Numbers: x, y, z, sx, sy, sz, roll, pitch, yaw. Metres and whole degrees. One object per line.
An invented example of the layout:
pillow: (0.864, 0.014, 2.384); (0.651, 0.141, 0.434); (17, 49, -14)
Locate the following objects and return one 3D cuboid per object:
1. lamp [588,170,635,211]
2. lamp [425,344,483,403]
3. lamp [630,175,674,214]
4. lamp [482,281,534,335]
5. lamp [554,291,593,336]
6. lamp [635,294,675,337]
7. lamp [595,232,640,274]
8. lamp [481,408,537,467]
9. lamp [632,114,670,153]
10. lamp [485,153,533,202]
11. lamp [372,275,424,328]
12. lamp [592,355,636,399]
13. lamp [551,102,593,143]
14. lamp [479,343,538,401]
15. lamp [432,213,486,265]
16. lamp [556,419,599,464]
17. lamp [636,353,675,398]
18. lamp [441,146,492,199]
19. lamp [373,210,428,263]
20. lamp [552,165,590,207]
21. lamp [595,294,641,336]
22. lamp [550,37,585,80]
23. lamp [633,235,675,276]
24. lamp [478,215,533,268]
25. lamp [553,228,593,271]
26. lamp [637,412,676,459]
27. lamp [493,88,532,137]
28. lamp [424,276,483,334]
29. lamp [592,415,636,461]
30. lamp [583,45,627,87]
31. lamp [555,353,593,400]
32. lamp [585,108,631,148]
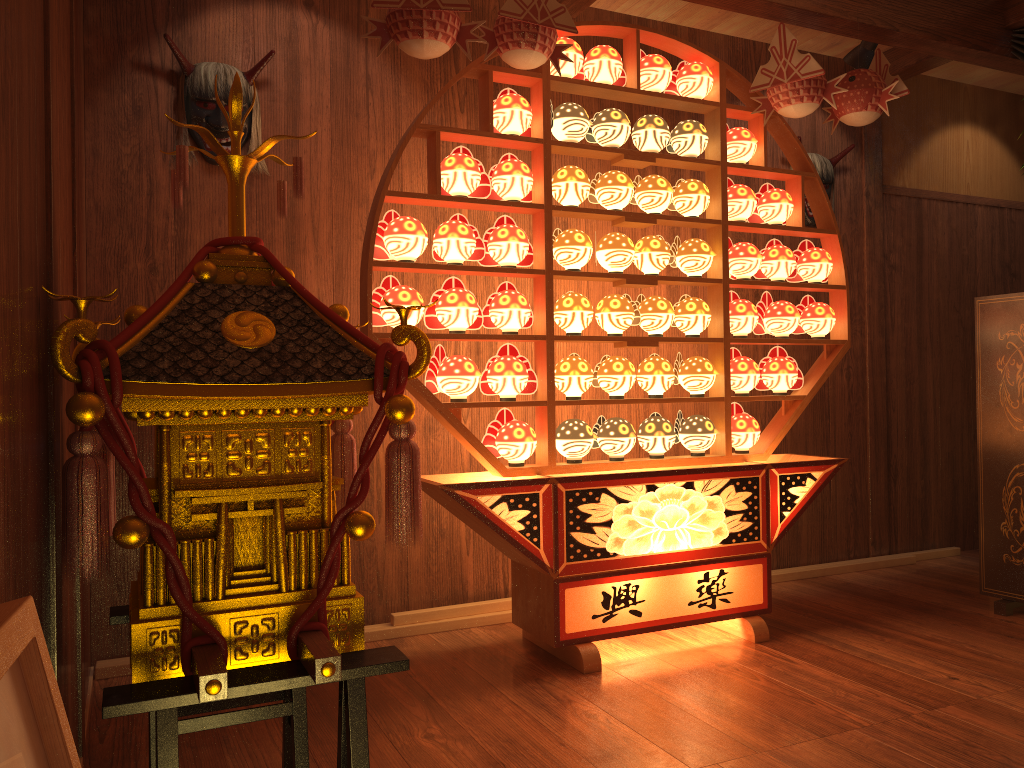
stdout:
lamp: (0.372, -0.688, 3.152); (0.144, 0.161, 0.151); (0, -1, -45)
lamp: (-0.168, -0.037, 2.885); (0.153, 0.194, 0.191); (-1, 0, 25)
lamp: (0.525, -0.693, 3.226); (0.144, 0.167, 0.151); (0, -1, -45)
lamp: (-0.006, -0.258, 2.961); (0.185, 0.192, 0.155); (-1, 0, -10)
lamp: (0.214, -0.249, 3.069); (0.140, 0.167, 0.156); (-1, 0, -4)
lamp: (0.529, -0.252, 3.222); (0.144, 0.167, 0.151); (-1, -1, -40)
lamp: (0.378, -0.468, 3.157); (0.156, 0.161, 0.140); (-1, 0, 5)
lamp: (0.019, 0.178, 2.970); (0.201, 0.197, 0.152); (-1, 0, -35)
lamp: (0.505, -0.913, 3.225); (0.137, 0.167, 0.159); (-1, 0, 16)
lamp: (0.003, -0.701, 2.971); (0.192, 0.195, 0.155); (-1, 0, -10)
lamp: (-0.343, -0.256, 2.797); (0.196, 0.195, 0.151); (-1, -1, -40)
lamp: (0.376, -0.027, 3.143); (0.143, 0.161, 0.153); (-1, 0, -25)
lamp: (0.210, -0.909, 3.088); (0.159, 0.167, 0.137); (-1, 0, -10)
lamp: (-0.015, -0.042, 2.952); (0.200, 0.200, 0.157); (-1, 0, 0)
lamp: (-0.189, -0.476, 2.878); (0.180, 0.191, 0.158); (-1, 0, 5)
lamp: (0.224, 0.191, 3.073); (0.156, 0.167, 0.140); (-1, 0, 5)
lamp: (0.523, -0.032, 3.219); (0.138, 0.167, 0.158); (-1, 0, 6)
lamp: (-0.172, -0.701, 2.889); (0.200, 0.200, 0.157); (-1, 0, 0)
lamp: (-0.332, -0.472, 2.806); (0.196, 0.187, 0.151); (0, -1, -45)
lamp: (0.202, -0.689, 3.071); (0.138, 0.167, 0.158); (-1, 0, 6)
lamp: (0.361, -0.247, 3.148); (0.134, 0.161, 0.162); (-1, -1, 40)
lamp: (0.181, -1.146, 3.064); (0.204, 0.200, 0.154); (-1, 0, -15)
lamp: (0.504, -0.472, 3.225); (0.135, 0.167, 0.161); (-1, 0, 31)
lamp: (-0.012, -0.483, 2.961); (0.203, 0.200, 0.155); (-1, 0, -10)
lamp: (0.217, -0.469, 3.070); (0.144, 0.167, 0.151); (0, -1, -45)
lamp: (0.526, 0.187, 3.217); (0.138, 0.167, 0.158); (-1, 0, 6)
lamp: (0.000, -0.923, 2.973); (0.203, 0.200, 0.155); (-1, 0, -10)
lamp: (-0.177, -0.260, 2.877); (0.204, 0.200, 0.154); (-1, 0, -15)
lamp: (0.378, 0.192, 3.143); (0.144, 0.161, 0.151); (0, -1, -45)
lamp: (0.321, -1.137, 3.136); (0.169, 0.179, 0.158); (-1, 0, 6)
lamp: (0.212, -0.028, 3.067); (0.138, 0.167, 0.158); (-1, 0, 6)
lamp: (0.360, -0.908, 3.147); (0.144, 0.161, 0.152); (-1, 0, -35)
